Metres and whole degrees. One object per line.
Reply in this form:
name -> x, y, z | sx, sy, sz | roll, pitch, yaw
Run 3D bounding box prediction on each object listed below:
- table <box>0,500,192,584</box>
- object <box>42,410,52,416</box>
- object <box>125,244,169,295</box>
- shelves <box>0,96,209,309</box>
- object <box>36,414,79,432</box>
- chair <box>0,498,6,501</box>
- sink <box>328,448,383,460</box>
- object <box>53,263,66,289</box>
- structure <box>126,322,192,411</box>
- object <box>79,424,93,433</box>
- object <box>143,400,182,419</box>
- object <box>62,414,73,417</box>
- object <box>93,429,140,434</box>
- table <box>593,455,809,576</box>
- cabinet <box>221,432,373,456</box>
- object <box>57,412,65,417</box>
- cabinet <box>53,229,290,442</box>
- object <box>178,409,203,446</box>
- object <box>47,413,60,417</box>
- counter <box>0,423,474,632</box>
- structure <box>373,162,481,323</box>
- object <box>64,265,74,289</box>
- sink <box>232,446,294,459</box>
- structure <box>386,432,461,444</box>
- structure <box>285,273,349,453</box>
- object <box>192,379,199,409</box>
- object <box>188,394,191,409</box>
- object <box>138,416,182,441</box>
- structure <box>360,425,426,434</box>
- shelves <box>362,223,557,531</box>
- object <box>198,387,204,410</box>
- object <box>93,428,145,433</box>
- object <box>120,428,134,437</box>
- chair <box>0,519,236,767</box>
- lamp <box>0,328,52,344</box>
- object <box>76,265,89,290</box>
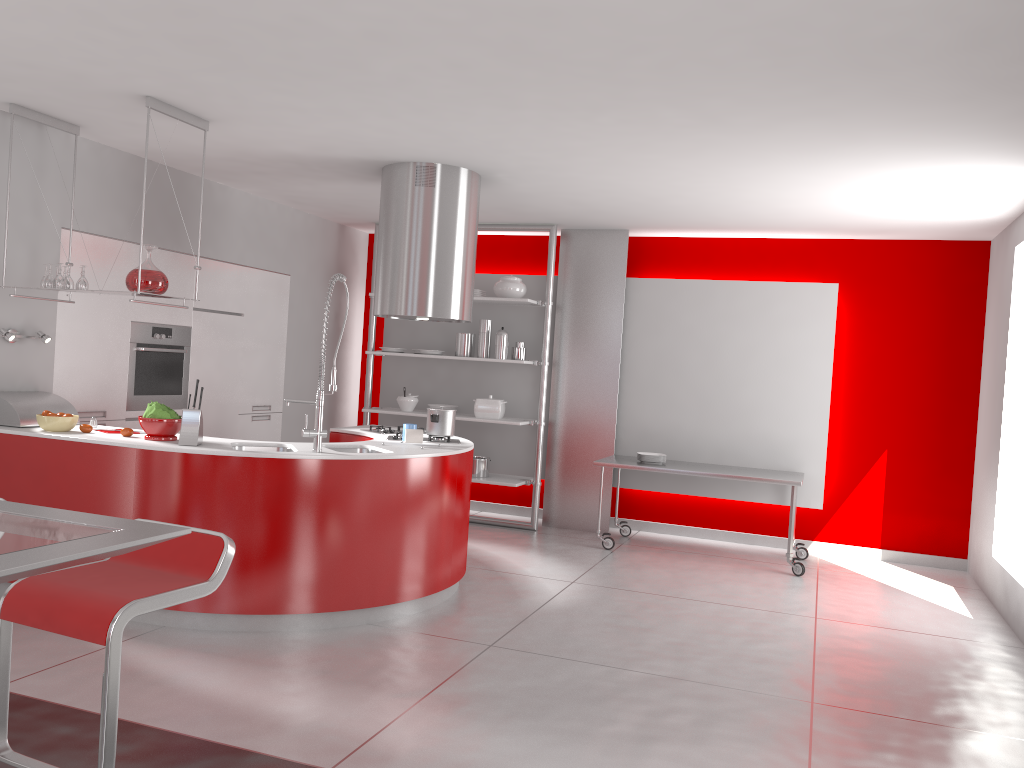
table -> -1.626, 0.739, 1.747 | 1.700, 1.000, 0.800 | 4, 1, 19
object -> -2.479, 0.170, 4.738 | 0.055, 0.058, 0.066 | 4, 1, 5
object -> -1.930, -0.602, 4.701 | 0.213, 0.266, 0.213 | 3, 1, -42
shelves -> -2.187, -0.949, 4.773 | 0.934, 1.023, 0.462 | 4, 1, 19
object -> -2.417, 0.209, 4.715 | 0.201, 0.086, 0.201 | 4, 1, 20
chair -> -1.854, 0.778, 2.679 | 0.418, 0.857, 0.460 | 4, 1, 15
sink -> -0.853, 0.455, 4.798 | 0.326, 0.172, 0.428 | 3, 1, -32
object -> -2.405, -0.570, 4.714 | 0.060, 0.141, 0.060 | 4, 1, -4
structure -> -2.425, -0.116, 6.146 | 0.050, 0.589, 0.599 | 4, 1, 19
object -> -2.269, 0.238, 4.724 | 0.065, 0.047, 0.063 | 4, 1, 19
object -> -1.811, 0.179, 4.610 | 0.198, 0.182, 0.193 | 4, 1, 25
object -> -2.369, 0.182, 4.723 | 0.066, 0.049, 0.062 | 4, 1, 27
object -> -2.177, 0.260, 4.877 | 0.168, 0.006, 0.266 | 3, 2, -44
table -> 1.490, 0.996, 6.978 | 1.627, 0.682, 0.749 | 4, 1, 21
cabinet -> -1.727, 0.693, 5.250 | 1.875, 0.761, 1.025 | 3, 1, -25
object -> -2.423, 0.178, 4.763 | 0.066, 0.049, 0.062 | 4, 1, 16
cabinet -> -2.636, 0.067, 6.537 | 0.614, 2.026, 2.398 | 4, 1, 19
object -> -1.616, 0.214, 4.472 | 0.091, 0.178, 0.137 | 4, 1, -8
object -> -2.430, 0.178, 4.702 | 0.065, 0.052, 0.062 | 4, 1, 4
counter -> -1.489, 0.743, 5.122 | 2.865, 0.880, 1.868 | 3, 1, -37
structure -> -0.554, -0.898, 5.804 | 0.644, 0.958, 0.644 | 3, 1, -14
object -> -2.401, -0.572, 4.800 | 0.060, 0.141, 0.060 | 4, 1, 19
sink -> -1.291, 0.431, 4.588 | 0.326, 0.172, 0.428 | 3, 1, -20
structure -> -0.551, 0.334, 5.565 | 0.457, 0.037, 0.303 | 4, 1, -6
structure -> -0.981, -0.116, 4.548 | 0.308, 0.920, 0.178 | 3, 1, -27
object -> -1.614, 0.138, 4.498 | 0.014, 0.322, 0.150 | 3, 1, -9
object -> -1.640, 0.150, 4.486 | 0.009, 0.197, 0.091 | 3, 1, -9
object -> -1.824, 0.231, 4.614 | 0.229, 0.118, 0.228 | 3, 1, -9
structure -> -0.768, 0.311, 6.053 | 0.457, 0.037, 0.303 | 3, 1, -41
shelves -> -0.511, -0.108, 7.790 | 1.735, 2.599, 0.535 | 4, 1, 19
object -> -1.587, 0.155, 4.493 | 0.012, 0.279, 0.130 | 3, 1, -9
object -> -2.119, 0.257, 4.876 | 0.375, 0.008, 0.041 | 4, 1, -4
object -> -2.022, 0.253, 4.659 | 0.064, 0.048, 0.063 | 4, 1, -2
chair -> -1.070, 0.834, 2.396 | 0.418, 0.857, 0.460 | 4, 1, 24
lamp -> -2.758, -0.267, 4.984 | 0.155, 0.081, 0.454 | 4, 1, 19
object -> -2.307, -0.565, 4.768 | 0.060, 0.141, 0.060 | 4, 1, 19
